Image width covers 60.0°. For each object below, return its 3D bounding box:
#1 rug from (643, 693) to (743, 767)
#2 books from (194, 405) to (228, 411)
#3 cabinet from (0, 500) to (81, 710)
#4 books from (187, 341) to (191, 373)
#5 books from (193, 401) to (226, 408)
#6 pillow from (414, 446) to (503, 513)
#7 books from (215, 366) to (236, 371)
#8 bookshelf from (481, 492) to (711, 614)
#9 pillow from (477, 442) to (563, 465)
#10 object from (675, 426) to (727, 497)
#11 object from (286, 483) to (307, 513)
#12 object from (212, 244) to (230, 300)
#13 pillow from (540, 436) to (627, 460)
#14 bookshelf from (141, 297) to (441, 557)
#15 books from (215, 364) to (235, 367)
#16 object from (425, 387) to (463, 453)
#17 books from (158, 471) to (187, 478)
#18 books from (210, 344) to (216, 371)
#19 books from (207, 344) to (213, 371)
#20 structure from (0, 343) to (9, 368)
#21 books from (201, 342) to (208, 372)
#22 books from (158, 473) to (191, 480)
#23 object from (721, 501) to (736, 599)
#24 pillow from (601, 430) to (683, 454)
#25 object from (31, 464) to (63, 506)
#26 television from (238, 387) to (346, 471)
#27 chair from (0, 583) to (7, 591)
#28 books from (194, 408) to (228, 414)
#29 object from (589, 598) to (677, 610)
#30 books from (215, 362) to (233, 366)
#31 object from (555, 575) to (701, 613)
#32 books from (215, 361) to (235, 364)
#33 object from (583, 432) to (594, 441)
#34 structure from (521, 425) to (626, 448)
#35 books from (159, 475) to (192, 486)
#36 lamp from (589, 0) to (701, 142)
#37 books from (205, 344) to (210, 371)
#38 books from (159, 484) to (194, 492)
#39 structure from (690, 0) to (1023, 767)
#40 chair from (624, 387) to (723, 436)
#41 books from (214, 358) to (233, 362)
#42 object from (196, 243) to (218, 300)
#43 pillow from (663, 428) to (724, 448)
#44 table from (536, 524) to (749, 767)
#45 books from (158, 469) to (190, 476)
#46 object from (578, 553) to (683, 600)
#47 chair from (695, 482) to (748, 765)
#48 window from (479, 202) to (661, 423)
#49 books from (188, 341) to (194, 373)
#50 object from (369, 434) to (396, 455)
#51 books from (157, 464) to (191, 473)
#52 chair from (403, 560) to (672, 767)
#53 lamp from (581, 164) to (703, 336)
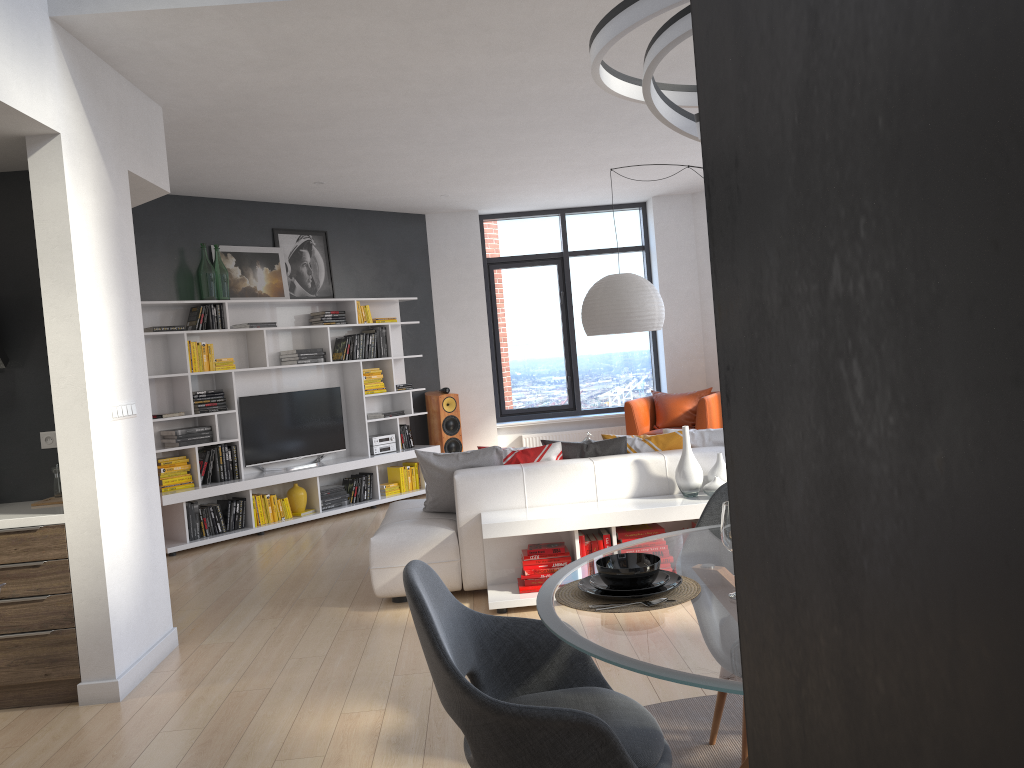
[{"bbox_3d":[0.861,1.238,2.173,2.499,0.010,2.499,-6,2,-29],"label":"rug"},{"bbox_3d":[-2.615,0.206,7.618,0.189,0.025,0.270,-3,3,42],"label":"books"},{"bbox_3d":[-2.963,0.316,2.086,2.402,2.501,4.694,-5,2,-2],"label":"cabinet"},{"bbox_3d":[-2.777,-0.223,7.472,0.204,0.270,0.029,-3,3,43],"label":"books"},{"bbox_3d":[-2.636,0.180,7.625,0.209,0.030,0.266,-3,3,41],"label":"books"},{"bbox_3d":[0.805,0.477,5.907,2.953,0.453,0.647,-5,2,-15],"label":"pillow"},{"bbox_3d":[-2.533,-0.134,7.731,0.147,0.033,0.190,-3,3,43],"label":"books"},{"bbox_3d":[1.146,0.873,4.936,2.600,0.500,0.356,-5,2,-2],"label":"bookshelf"},{"bbox_3d":[0.918,0.509,5.581,2.250,0.449,0.575,-5,2,-5],"label":"pillow"},{"bbox_3d":[1.072,0.427,4.977,0.316,0.398,0.319,-4,2,22],"label":"object"},{"bbox_3d":[-1.971,1.040,8.124,0.185,0.257,0.185,-4,2,20],"label":"object"},{"bbox_3d":[-2.575,-0.973,7.800,0.157,0.507,0.157,-6,2,-34],"label":"object"},{"bbox_3d":[1.241,0.455,5.602,2.120,0.436,0.608,-5,2,-7],"label":"pillow"},{"bbox_3d":[-1.966,0.245,8.238,0.455,2.052,3.000,-3,3,43],"label":"bookshelf"},{"bbox_3d":[-2.538,-0.157,7.734,0.148,0.011,0.196,-3,3,43],"label":"books"},{"bbox_3d":[-0.746,0.579,9.559,0.290,1.088,0.434,-6,2,-32],"label":"object"},{"bbox_3d":[-2.842,0.753,7.374,0.228,0.024,0.152,-7,3,-43],"label":"books"},{"bbox_3d":[-2.625,-0.225,7.658,0.172,0.234,0.024,-3,3,43],"label":"books"},{"bbox_3d":[-2.640,-0.223,7.636,0.172,0.234,0.024,-3,3,43],"label":"books"},{"bbox_3d":[-2.972,-0.515,4.204,0.898,0.998,0.407,-5,2,-2],"label":"structure"},{"bbox_3d":[-2.678,-0.226,7.597,0.185,0.250,0.035,-3,3,43],"label":"books"},{"bbox_3d":[-2.850,0.771,7.395,0.263,0.015,0.198,-7,3,-44],"label":"books"},{"bbox_3d":[0.534,0.386,2.074,0.083,0.220,0.083,-4,2,26],"label":"object"},{"bbox_3d":[1.418,0.437,6.146,0.630,0.440,2.095,-3,3,45],"label":"pillow"},{"bbox_3d":[-2.163,0.413,4.362,0.330,0.316,0.221,-5,2,-2],"label":"object"},{"bbox_3d":[-2.037,0.423,8.313,0.207,0.704,1.102,-3,3,43],"label":"television"},{"bbox_3d":[-1.671,1.022,2.560,0.434,0.838,0.475,-5,2,-4],"label":"chair"},{"bbox_3d":[-2.612,0.231,7.617,0.189,0.026,0.263,-3,3,41],"label":"books"},{"bbox_3d":[0.286,0.505,2.193,0.206,0.015,0.309,-5,2,2],"label":"object"},{"bbox_3d":[-2.528,-0.171,7.716,0.113,0.018,0.169,-3,3,44],"label":"books"},{"bbox_3d":[0.286,0.513,2.200,0.360,0.002,0.360,-6,2,-28],"label":"object"},{"bbox_3d":[-2.537,-0.186,7.730,0.134,0.014,0.187,-3,3,43],"label":"books"},{"bbox_3d":[0.534,0.520,7.094,0.330,0.265,0.330,-4,2,22],"label":"object"},{"bbox_3d":[0.857,0.740,10.076,1.474,0.460,0.110,-5,2,-2],"label":"structure"},{"bbox_3d":[-2.835,0.800,7.389,0.198,0.044,0.255,-3,3,43],"label":"books"},{"bbox_3d":[0.514,-2.832,2.029,1.000,4.513,1.000,-5,2,-1],"label":"lamp"},{"bbox_3d":[-2.659,-0.223,7.620,0.169,0.239,0.023,-3,3,43],"label":"books"},{"bbox_3d":[-2.818,0.860,7.383,0.270,0.029,0.204,-7,3,-42],"label":"books"},{"bbox_3d":[0.645,-1.859,0.238,1.500,6.351,0.722,-5,2,-2],"label":"structure"},{"bbox_3d":[1.755,0.489,9.278,0.896,0.858,0.843,-4,2,30],"label":"chair"},{"bbox_3d":[-2.550,-0.206,7.735,0.138,0.026,0.186,-3,3,42],"label":"books"},{"bbox_3d":[-2.638,-0.963,7.647,0.157,0.507,0.157,-6,2,-34],"label":"object"},{"bbox_3d":[1.602,0.394,6.404,0.580,0.456,2.156,-4,2,23],"label":"pillow"},{"bbox_3d":[0.839,0.851,2.160,1.499,0.764,1.499,-5,2,-13],"label":"table"},{"bbox_3d":[-2.849,0.731,7.394,0.180,0.019,0.251,-3,3,43],"label":"books"},{"bbox_3d":[0.290,0.474,2.198,0.258,0.074,0.258,-6,2,-22],"label":"object"},{"bbox_3d":[0.865,0.772,2.776,0.655,0.891,0.619,-5,2,4],"label":"chair"},{"bbox_3d":[0.678,-0.831,10.350,1.960,2.402,0.170,-5,2,-2],"label":"window"},{"bbox_3d":[-2.765,-0.225,7.498,0.213,0.270,0.025,-3,3,43],"label":"books"},{"bbox_3d":[-1.363,0.610,8.946,0.270,0.174,0.285,-3,3,43],"label":"object"},{"bbox_3d":[-2.843,0.703,7.400,0.250,0.035,0.185,-7,3,-44],"label":"books"},{"bbox_3d":[0.080,0.859,2.176,0.619,0.891,0.655,-5,2,-1],"label":"chair"},{"bbox_3d":[1.935,-0.300,5.742,3.199,2.647,0.710,-4,2,34],"label":"lamp"}]
